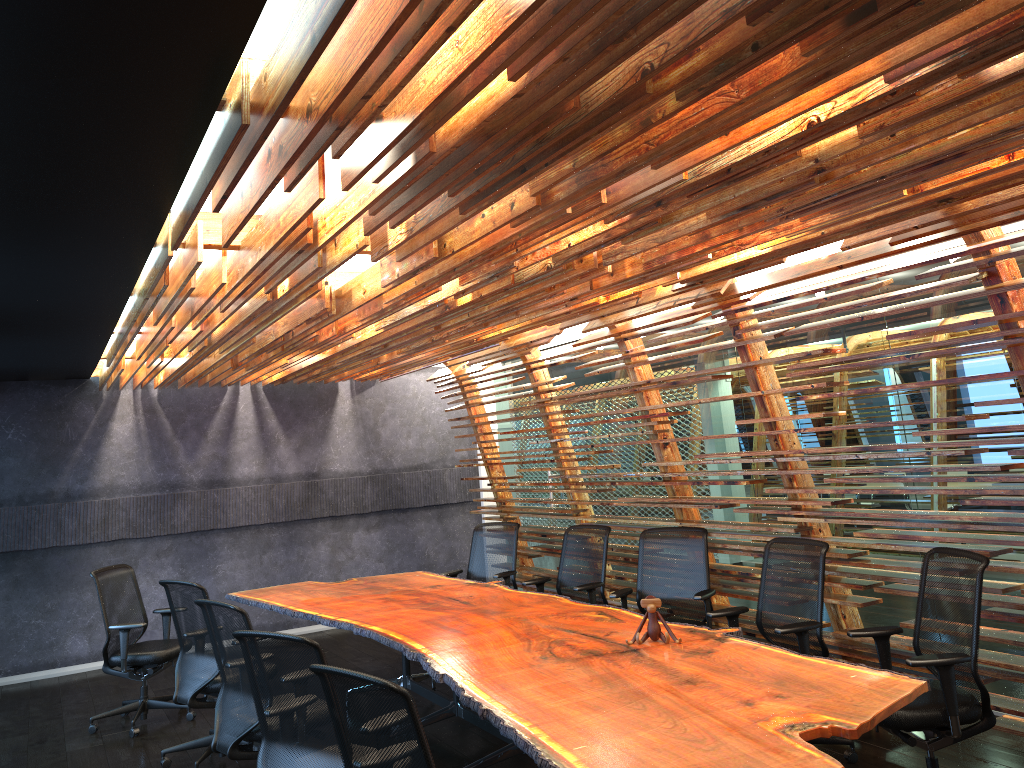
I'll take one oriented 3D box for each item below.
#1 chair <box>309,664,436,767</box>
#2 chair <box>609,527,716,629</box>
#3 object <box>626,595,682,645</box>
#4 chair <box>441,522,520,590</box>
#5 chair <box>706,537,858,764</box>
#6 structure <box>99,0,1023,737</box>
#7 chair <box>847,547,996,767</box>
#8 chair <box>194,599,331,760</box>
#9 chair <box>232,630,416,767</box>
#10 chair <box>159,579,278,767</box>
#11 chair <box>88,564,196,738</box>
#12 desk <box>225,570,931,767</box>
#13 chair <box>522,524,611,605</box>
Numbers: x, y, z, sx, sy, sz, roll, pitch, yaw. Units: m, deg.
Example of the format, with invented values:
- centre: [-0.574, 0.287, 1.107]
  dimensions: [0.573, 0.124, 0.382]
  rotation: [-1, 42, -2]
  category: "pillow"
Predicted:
- centre: [-0.240, 1.593, 3.146]
  dimensions: [0.791, 1.263, 0.802]
  rotation: [5, -14, -43]
  category: "chair"
- centre: [1.119, 1.725, 6.408]
  dimensions: [0.808, 1.264, 0.785]
  rotation: [-11, -12, 32]
  category: "chair"
- centre: [0.780, 1.307, 4.877]
  dimensions: [0.306, 0.250, 0.125]
  rotation: [-6, -11, 14]
  category: "object"
- centre: [-0.310, 1.980, 8.267]
  dimensions: [0.806, 1.264, 0.787]
  rotation: [-12, -12, 36]
  category: "chair"
- centre: [1.522, 1.608, 5.270]
  dimensions: [0.796, 1.263, 0.796]
  rotation: [0, -11, -22]
  category: "chair"
- centre: [0.056, 0.704, 5.676]
  dimensions: [4.527, 3.049, 11.269]
  rotation: [-1, -6, -28]
  category: "structure"
- centre: [2.002, 1.504, 4.403]
  dimensions: [0.797, 1.263, 0.796]
  rotation: [-4, -10, -3]
  category: "chair"
- centre: [-1.351, 1.825, 5.051]
  dimensions: [0.791, 1.263, 0.802]
  rotation: [5, -14, -43]
  category: "chair"
- centre: [-0.791, 1.702, 4.012]
  dimensions: [0.806, 1.264, 0.787]
  rotation: [-12, -12, 36]
  category: "chair"
- centre: [-2.003, 1.962, 6.178]
  dimensions: [0.804, 1.264, 0.789]
  rotation: [-13, -13, 41]
  category: "chair"
- centre: [-2.987, 2.120, 7.226]
  dimensions: [0.795, 1.263, 0.798]
  rotation: [-6, -10, 6]
  category: "chair"
- centre: [-0.236, 1.992, 5.747]
  dimensions: [2.036, 0.832, 6.542]
  rotation: [-2, -5, -28]
  category: "desk"
- centre: [0.431, 1.844, 7.254]
  dimensions: [0.793, 1.263, 0.800]
  rotation: [3, -13, -37]
  category: "chair"
